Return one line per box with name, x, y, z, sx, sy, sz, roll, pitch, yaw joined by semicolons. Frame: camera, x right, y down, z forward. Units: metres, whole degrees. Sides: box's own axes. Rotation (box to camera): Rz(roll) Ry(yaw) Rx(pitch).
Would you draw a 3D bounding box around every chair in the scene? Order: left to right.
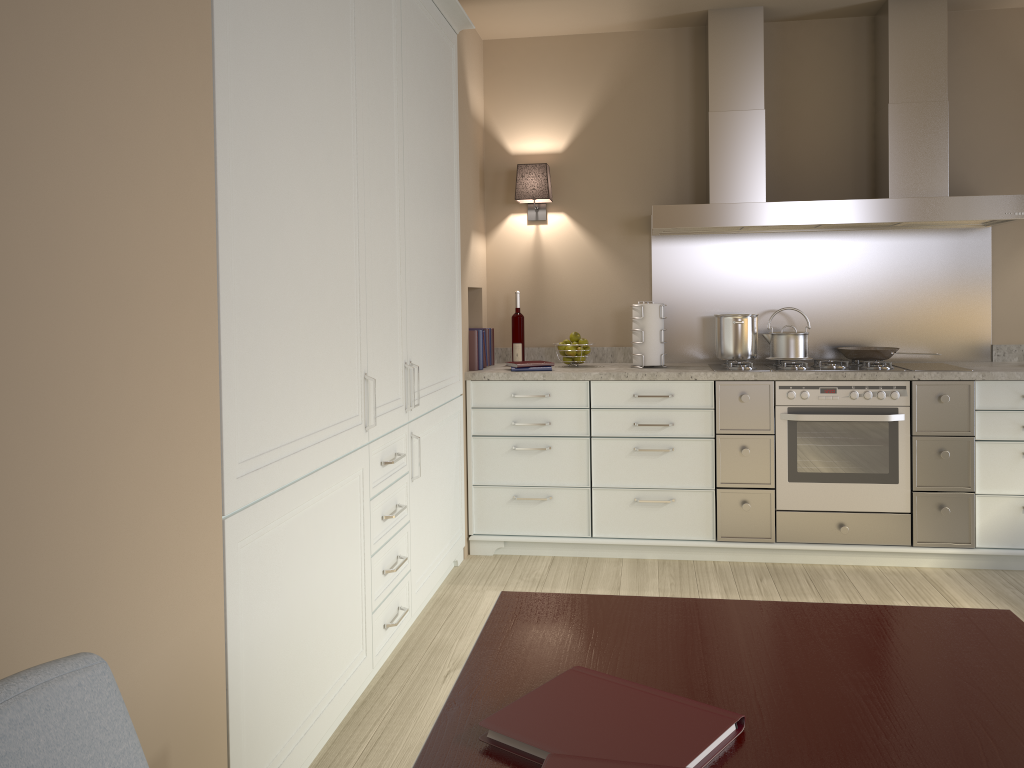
chair;-0.193;0.666;0.630;0.505;0.826;0.400;0;2;9

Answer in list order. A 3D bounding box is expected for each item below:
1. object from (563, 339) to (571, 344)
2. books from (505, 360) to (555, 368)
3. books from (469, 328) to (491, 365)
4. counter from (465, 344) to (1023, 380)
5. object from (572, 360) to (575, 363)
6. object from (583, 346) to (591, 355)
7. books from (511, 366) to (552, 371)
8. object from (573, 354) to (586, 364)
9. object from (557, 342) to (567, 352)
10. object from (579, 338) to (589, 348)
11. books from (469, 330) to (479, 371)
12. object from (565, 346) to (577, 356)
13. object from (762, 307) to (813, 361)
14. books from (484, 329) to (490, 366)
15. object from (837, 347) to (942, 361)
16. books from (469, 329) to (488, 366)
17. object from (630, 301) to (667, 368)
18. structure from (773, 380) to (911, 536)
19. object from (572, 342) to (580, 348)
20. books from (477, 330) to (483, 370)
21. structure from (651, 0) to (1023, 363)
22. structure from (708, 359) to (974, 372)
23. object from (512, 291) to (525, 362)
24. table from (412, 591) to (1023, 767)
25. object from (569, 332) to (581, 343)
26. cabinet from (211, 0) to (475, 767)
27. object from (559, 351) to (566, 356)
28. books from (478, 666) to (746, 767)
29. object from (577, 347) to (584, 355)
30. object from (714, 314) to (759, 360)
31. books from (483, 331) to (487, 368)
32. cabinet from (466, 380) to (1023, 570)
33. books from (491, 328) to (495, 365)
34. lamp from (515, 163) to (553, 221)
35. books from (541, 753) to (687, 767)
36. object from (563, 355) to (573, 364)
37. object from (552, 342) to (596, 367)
object;0.260;-0.190;4.196;0.044;0.043;0.040;1;3;23
books;0.079;-0.091;4.040;0.183;0.017;0.165;-3;6;-21
books;-0.184;-0.182;4.329;0.164;0.182;0.032;0;1;9
counter;1.424;-0.100;3.969;3.844;0.114;0.581;0;5;9
object;0.296;-0.116;4.222;0.038;0.038;0.039;0;3;13
object;0.348;-0.161;4.170;0.047;0.045;0.047;0;4;13
books;0.086;-0.072;4.026;0.183;0.017;0.165;-1;5;-1
object;0.319;-0.123;4.176;0.061;0.056;0.059;-3;4;-36
object;0.237;-0.173;4.160;0.048;0.048;0.047;-3;4;-29
object;0.335;-0.192;4.146;0.047;0.045;0.047;0;3;9
books;-0.236;-0.153;4.051;0.164;0.182;0.032;0;1;9
object;0.277;-0.155;4.143;0.058;0.058;0.058;-2;4;-24
object;1.264;-0.232;4.036;0.209;0.236;0.209;2;4;43
books;-0.191;-0.177;4.298;0.164;0.182;0.032;0;1;9
object;1.634;-0.130;3.910;0.265;0.051;0.425;-3;6;-23
books;-0.202;-0.170;4.208;0.164;0.182;0.092;0;2;9
object;0.629;-0.232;4.091;0.168;0.303;0.163;-1;2;-7
structure;1.424;0.282;3.955;0.540;0.695;0.581;0;3;9
object;0.302;-0.181;4.166;0.040;0.038;0.040;-2;4;-20
books;-0.215;-0.157;4.080;0.164;0.182;0.032;0;1;9
structure;1.417;-0.897;4.001;1.558;1.676;0.448;0;2;9
structure;1.416;-0.088;3.912;1.048;0.031;0.400;0;5;9
object;0.029;-0.269;4.279;0.062;0.365;0.062;0;2;35
table;0.223;0.751;0.479;0.751;0.678;1.766;0;5;9
object;0.300;-0.220;4.195;0.055;0.056;0.055;0;3;9
cabinet;-0.625;-0.290;2.816;0.612;2.334;2.351;-1;3;9
object;0.251;-0.158;4.220;0.054;0.055;0.053;-2;4;-27
books;0.106;0.360;0.934;0.215;0.017;0.194;4;7;39
object;0.319;-0.154;4.137;0.039;0.040;0.040;-1;3;0
object;1.035;-0.217;4.079;0.201;0.206;0.201;-3;4;-33
books;-0.207;-0.165;4.176;0.165;0.182;0.091;0;2;12
cabinet;1.424;0.340;3.990;3.205;0.792;0.644;0;3;9
books;-0.169;-0.183;4.359;0.164;0.182;0.032;0;1;9
lamp;0.110;-0.939;4.331;0.169;0.258;0.192;0;3;9
books;0.097;0.316;0.604;0.183;0.032;0.165;0;5;14
object;0.263;-0.117;4.180;0.048;0.048;0.048;0;4;20
object;0.294;-0.138;4.191;0.206;0.109;0.206;-4;6;-36
